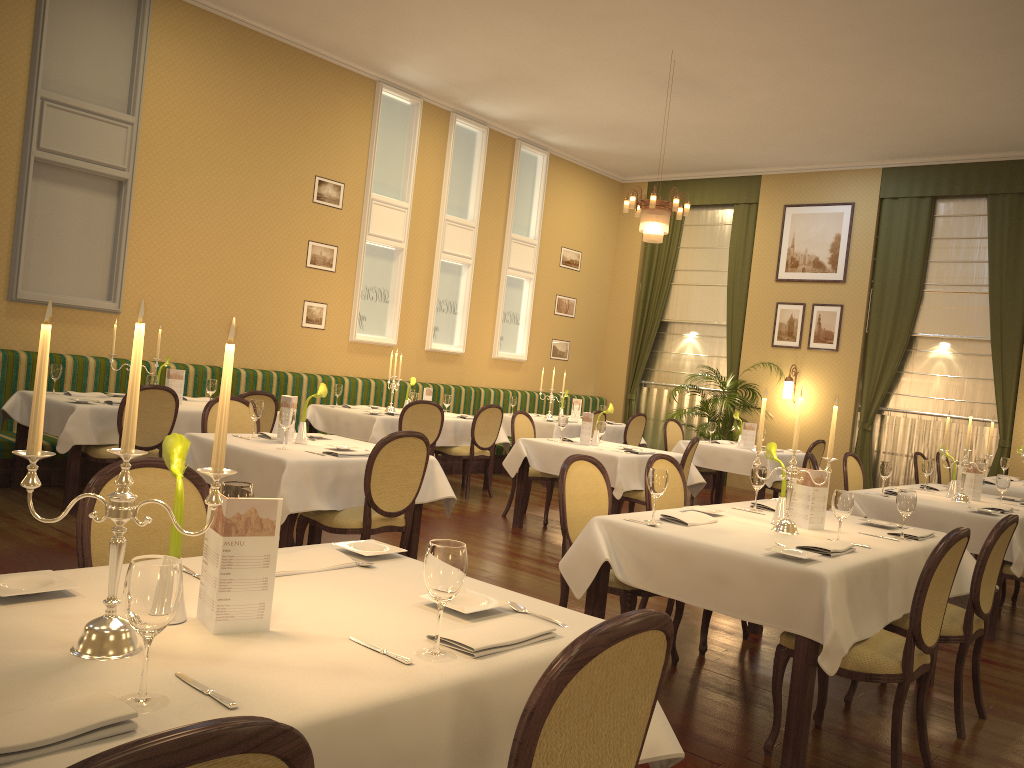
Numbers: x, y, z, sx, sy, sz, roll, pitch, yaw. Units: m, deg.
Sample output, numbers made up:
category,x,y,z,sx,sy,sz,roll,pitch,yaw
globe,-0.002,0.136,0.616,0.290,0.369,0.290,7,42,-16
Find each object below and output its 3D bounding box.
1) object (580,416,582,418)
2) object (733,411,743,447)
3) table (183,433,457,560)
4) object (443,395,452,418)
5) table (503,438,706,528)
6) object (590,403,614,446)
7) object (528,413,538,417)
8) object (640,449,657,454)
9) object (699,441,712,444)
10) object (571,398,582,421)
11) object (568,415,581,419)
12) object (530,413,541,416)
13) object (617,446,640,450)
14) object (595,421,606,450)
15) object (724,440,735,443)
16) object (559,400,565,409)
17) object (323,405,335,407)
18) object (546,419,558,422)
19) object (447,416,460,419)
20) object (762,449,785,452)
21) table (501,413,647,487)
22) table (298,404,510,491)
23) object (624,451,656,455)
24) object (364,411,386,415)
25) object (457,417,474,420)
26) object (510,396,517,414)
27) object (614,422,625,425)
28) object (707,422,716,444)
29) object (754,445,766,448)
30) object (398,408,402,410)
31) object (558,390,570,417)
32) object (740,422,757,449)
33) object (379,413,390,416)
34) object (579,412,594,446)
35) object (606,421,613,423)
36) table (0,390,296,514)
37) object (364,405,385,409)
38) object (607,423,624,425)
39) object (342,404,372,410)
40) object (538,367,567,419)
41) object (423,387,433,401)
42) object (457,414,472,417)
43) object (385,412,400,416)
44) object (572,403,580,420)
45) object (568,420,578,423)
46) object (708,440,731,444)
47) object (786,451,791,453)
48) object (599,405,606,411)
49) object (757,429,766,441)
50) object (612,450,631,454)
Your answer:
category,x,y,z,sx,sy,sz,roll,pitch,yaw
object,0.929,0.450,11.983,0.160,0.024,0.160,7,2,40
object,2.471,0.490,9.657,0.076,0.375,0.163,6,1,-28
table,-1.191,0.740,5.246,1.389,0.759,1.395,7,2,42
object,-0.670,0.227,9.102,0.088,0.229,0.088,6,1,-2
table,0.771,0.910,7.563,1.389,0.759,1.395,7,2,42
object,0.770,0.344,7.574,0.163,0.375,0.076,7,1,17
object,0.180,0.384,10.995,0.142,0.033,0.273,7,2,40
object,1.153,0.569,7.481,0.181,0.015,0.038,7,2,42
object,2.112,0.635,9.596,0.185,0.010,0.017,7,2,42
object,0.788,0.323,11.220,0.081,0.277,0.166,6,1,-33
object,0.778,0.435,11.758,0.142,0.033,0.273,7,2,40
object,0.310,0.395,11.281,0.160,0.024,0.160,7,2,40
object,0.979,0.546,7.482,0.160,0.024,0.160,7,2,40
object,0.715,0.418,7.208,0.088,0.229,0.088,6,1,-8
object,2.452,0.658,10.038,0.160,0.024,0.160,7,2,40
object,0.648,0.322,11.607,0.088,0.229,0.088,6,1,-2
object,-1.803,0.217,8.745,0.181,0.015,0.038,7,2,42
object,0.445,0.428,10.392,0.160,0.024,0.160,7,2,40
object,-0.609,0.342,9.164,0.185,0.010,0.017,7,2,40
object,2.778,0.707,9.439,0.142,0.024,0.273,7,2,40
table,0.688,0.828,11.186,1.385,0.759,2.152,7,2,40
table,-1.055,0.677,9.130,1.385,0.759,2.152,7,2,40
object,1.053,0.559,7.280,0.142,0.024,0.273,7,2,40
object,-1.297,0.277,8.335,0.160,0.024,0.160,7,2,40
object,-0.436,0.355,9.265,0.142,0.024,0.273,7,2,40
object,0.012,0.267,10.863,0.088,0.229,0.088,6,1,-2
object,1.406,0.516,11.523,0.181,0.015,0.038,7,2,42
object,2.172,0.530,9.663,0.088,0.229,0.088,6,1,-2
object,2.753,0.696,9.763,0.160,0.024,0.160,7,2,40
object,-1.154,0.276,9.483,0.185,0.010,0.017,7,2,42
object,0.657,0.257,11.241,0.076,0.375,0.163,7,1,27
object,2.497,0.548,9.440,0.081,0.277,0.166,5,2,-43
object,-1.234,0.285,8.486,0.181,0.015,0.038,7,2,42
object,0.629,0.380,7.547,0.081,0.277,0.166,6,1,-3
object,1.232,0.493,11.524,0.160,0.024,0.160,7,2,40
table,-2.800,0.525,7.070,1.385,0.759,2.152,7,2,40
object,-1.432,0.244,9.224,0.160,0.024,0.160,7,2,40
object,1.306,0.506,11.322,0.142,0.024,0.273,7,2,40
object,-1.562,0.233,8.938,0.142,0.033,0.273,7,2,40
object,0.490,0.108,10.959,0.131,0.655,0.390,5,2,-44
object,-0.878,0.179,9.233,0.081,0.277,0.166,6,1,2
object,-0.510,0.341,9.468,0.160,0.024,0.160,7,2,40
object,-1.087,0.293,8.576,0.142,0.033,0.273,7,2,40
object,0.772,0.353,10.789,0.088,0.229,0.088,6,1,-2
object,0.655,0.444,10.632,0.142,0.033,0.273,7,2,40
object,2.302,0.643,9.814,0.142,0.033,0.273,7,2,40
object,2.940,0.724,9.590,0.181,0.015,0.038,7,2,42
object,1.128,0.386,11.104,0.088,0.229,0.088,6,1,-2
object,2.568,0.584,9.152,0.088,0.229,0.088,6,1,-2
object,0.880,0.547,7.179,0.185,0.010,0.017,7,2,40
